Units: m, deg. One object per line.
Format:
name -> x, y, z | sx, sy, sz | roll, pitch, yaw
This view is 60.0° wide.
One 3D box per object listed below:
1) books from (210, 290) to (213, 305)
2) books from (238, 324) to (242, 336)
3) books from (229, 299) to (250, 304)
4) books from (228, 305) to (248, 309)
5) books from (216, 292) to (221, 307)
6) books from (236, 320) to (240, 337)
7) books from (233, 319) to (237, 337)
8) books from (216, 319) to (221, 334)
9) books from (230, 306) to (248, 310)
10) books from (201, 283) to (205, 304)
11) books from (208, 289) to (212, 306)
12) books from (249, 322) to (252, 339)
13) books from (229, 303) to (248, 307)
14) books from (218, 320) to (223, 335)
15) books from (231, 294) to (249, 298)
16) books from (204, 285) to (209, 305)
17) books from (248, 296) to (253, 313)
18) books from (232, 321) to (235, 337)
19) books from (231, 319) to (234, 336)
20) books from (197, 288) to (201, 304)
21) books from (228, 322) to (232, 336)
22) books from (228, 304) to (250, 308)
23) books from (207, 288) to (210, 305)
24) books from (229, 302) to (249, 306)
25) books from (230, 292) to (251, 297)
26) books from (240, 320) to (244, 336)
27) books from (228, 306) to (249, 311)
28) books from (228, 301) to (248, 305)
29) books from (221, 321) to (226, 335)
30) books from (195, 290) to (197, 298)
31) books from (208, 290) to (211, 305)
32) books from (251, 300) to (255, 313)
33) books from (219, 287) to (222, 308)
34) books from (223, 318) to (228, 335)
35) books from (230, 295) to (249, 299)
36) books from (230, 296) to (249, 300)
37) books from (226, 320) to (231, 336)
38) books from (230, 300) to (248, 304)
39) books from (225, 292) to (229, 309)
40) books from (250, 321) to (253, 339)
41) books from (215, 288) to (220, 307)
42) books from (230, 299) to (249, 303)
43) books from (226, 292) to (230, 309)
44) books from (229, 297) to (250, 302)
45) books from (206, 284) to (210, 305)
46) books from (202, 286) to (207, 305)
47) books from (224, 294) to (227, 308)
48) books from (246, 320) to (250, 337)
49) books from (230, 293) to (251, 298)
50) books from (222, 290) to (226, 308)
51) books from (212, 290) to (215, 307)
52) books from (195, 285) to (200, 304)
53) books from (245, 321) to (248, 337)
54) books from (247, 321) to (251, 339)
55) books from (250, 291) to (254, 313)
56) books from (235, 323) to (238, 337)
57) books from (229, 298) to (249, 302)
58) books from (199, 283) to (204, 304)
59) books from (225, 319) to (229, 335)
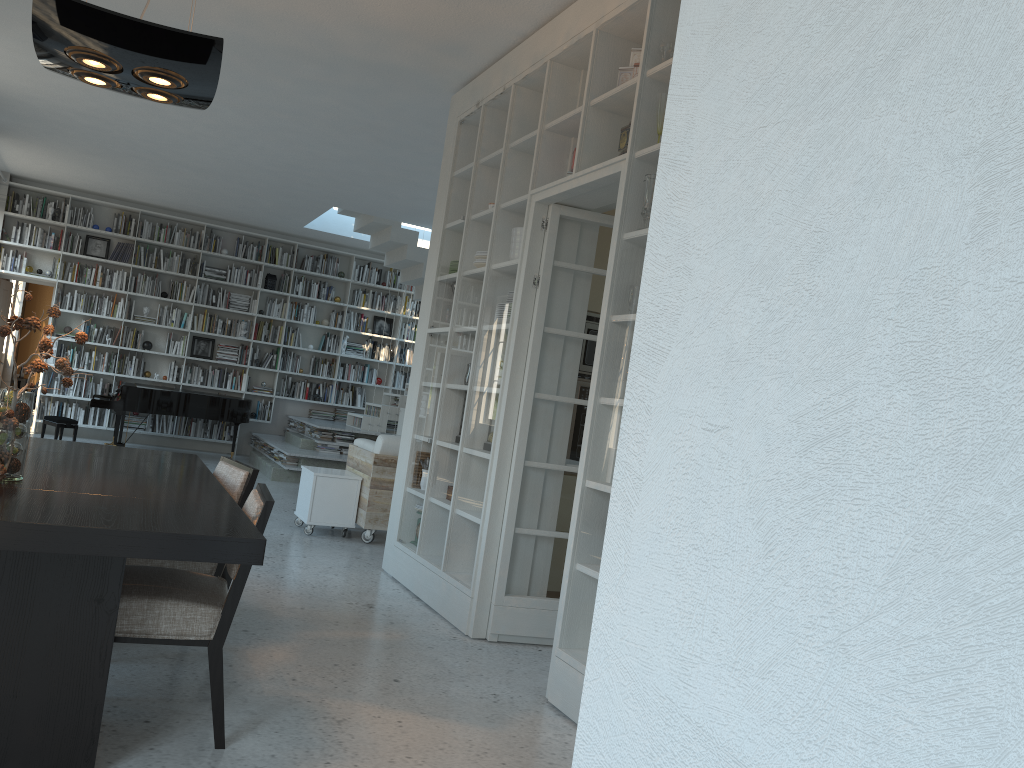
books -> -4.216, -1.198, 12.405 | 0.011, 0.239, 0.147 | 9, -1, -24
books -> -3.867, -0.750, 12.588 | 0.035, 0.201, 0.149 | 9, -1, -24
books -> -3.871, -1.163, 12.565 | 0.285, 0.012, 0.159 | 9, -2, -21
books -> -3.883, -1.092, 12.568 | 0.254, 0.012, 0.161 | 9, -2, -25
books -> -4.122, -1.172, 12.449 | 0.024, 0.216, 0.147 | 9, -1, -24
books -> -3.890, -0.783, 12.578 | 0.024, 0.259, 0.126 | 9, -1, -24
books -> -3.927, -0.789, 12.550 | 0.025, 0.258, 0.150 | 9, -1, -24
books -> -4.132, -0.800, 12.460 | 0.024, 0.216, 0.175 | 9, -1, -24
books -> -3.885, -1.080, 12.570 | 0.254, 0.012, 0.161 | 9, -2, -24
books -> -4.322, -1.252, 12.373 | 0.014, 0.313, 0.133 | 9, -1, -24
books -> -4.226, -1.205, 12.399 | 0.014, 0.250, 0.172 | 9, -1, -24
books -> -3.743, -0.760, 12.648 | 0.014, 0.261, 0.137 | 9, -1, -24
books -> -3.878, -1.116, 12.566 | 0.254, 0.012, 0.161 | 9, -2, -22
books -> -4.108, -0.796, 12.473 | 0.030, 0.215, 0.168 | 9, -1, -24
books -> -3.863, -1.238, 12.572 | 0.254, 0.012, 0.161 | 9, -2, -24
books -> -4.278, -1.236, 12.384 | 0.029, 0.295, 0.151 | 9, -1, -24
books -> -3.727, -1.128, 12.618 | 0.012, 0.254, 0.161 | 9, -1, -24
books -> -3.959, -0.779, 12.557 | 0.025, 0.230, 0.143 | 9, -1, -24
books -> -3.960, -0.788, 12.516 | 0.012, 0.245, 0.185 | 9, -1, -24
books -> -4.369, -1.217, 12.352 | 0.027, 0.228, 0.147 | 9, -1, -24
books -> -3.986, -0.769, 12.517 | 0.029, 0.200, 0.178 | 9, -1, -24
books -> -3.879, -1.104, 12.564 | 0.285, 0.012, 0.159 | 9, -2, -27
books -> -4.251, -1.210, 12.392 | 0.011, 0.252, 0.153 | 9, -1, -24
books -> -3.877, -1.128, 12.567 | 0.254, 0.012, 0.161 | 9, -2, -26
books -> -3.858, -1.261, 12.569 | 0.285, 0.012, 0.159 | 9, -2, -22
books -> -3.844, -0.778, 12.606 | 0.014, 0.263, 0.135 | 9, -1, -24
books -> -3.886, -1.068, 12.568 | 0.285, 0.012, 0.159 | 9, -2, -23
books -> -3.876, -1.140, 12.569 | 0.285, 0.012, 0.159 | 9, -2, -23
books -> -4.078, -0.782, 12.500 | 0.050, 0.199, 0.145 | 9, -1, -24
books -> -4.406, -1.236, 12.329 | 0.012, 0.254, 0.161 | 9, -1, -24
books -> -4.242, -1.199, 12.397 | 0.014, 0.233, 0.147 | 9, -1, -24
books -> -3.706, -1.096, 12.643 | 0.030, 0.198, 0.171 | 9, -1, -24
books -> -4.093, -1.205, 12.463 | 0.049, 0.291, 0.162 | 9, -1, -24
books -> -4.041, -0.807, 12.505 | 0.014, 0.258, 0.161 | 9, -1, -24
books -> -3.863, -1.225, 12.568 | 0.254, 0.012, 0.161 | 9, -2, -22
books -> -3.862, -1.211, 12.562 | 0.254, 0.012, 0.161 | 9, -2, -19
books -> -4.010, -0.785, 12.504 | 0.029, 0.224, 0.185 | 9, -1, -24
books -> -3.874, -1.152, 12.569 | 0.254, 0.012, 0.161 | 9, -2, -23
books -> -4.024, -1.170, 12.488 | 0.015, 0.245, 0.183 | 9, -1, -24
books -> -3.729, -0.760, 12.662 | 0.023, 0.264, 0.107 | 9, -1, -24
books -> -4.140, -1.209, 12.446 | 0.022, 0.285, 0.130 | 9, -1, -24
books -> -3.869, -1.175, 12.565 | 0.254, 0.012, 0.160 | 9, -2, -27
books -> -4.006, -1.169, 12.483 | 0.013, 0.247, 0.176 | 9, -1, -24
books -> -3.867, -1.200, 12.570 | 0.285, 0.012, 0.159 | 9, -2, -25
books -> -4.256, -1.236, 12.385 | 0.011, 0.300, 0.179 | 9, -1, -24
books -> -4.297, -1.225, 12.357 | 0.025, 0.266, 0.185 | 9, -1, -24
books -> -4.047, -1.159, 12.488 | 0.024, 0.216, 0.132 | 9, -1, -24
books -> -3.774, -0.774, 12.639 | 0.025, 0.279, 0.108 | 9, -1, -24
books -> -3.856, -1.249, 12.562 | 0.285, 0.012, 0.159 | 9, -2, -29
books -> -4.057, -1.188, 12.465 | 0.021, 0.269, 0.191 | 9, -1, -24
books -> -4.179, -1.191, 12.416 | 0.066, 0.236, 0.153 | 9, -1, -24
books -> -4.384, -1.239, 12.327 | 0.026, 0.267, 0.170 | 9, -1, -24
books -> -3.793, -0.768, 12.619 | 0.025, 0.259, 0.130 | 9, -1, -24
books -> -3.751, -0.765, 12.632 | 0.014, 0.266, 0.153 | 9, -1, -24
books -> -3.717, -1.159, 12.638 | 0.012, 0.319, 0.139 | 9, -1, -24
books -> -3.917, -0.761, 12.574 | 0.022, 0.206, 0.114 | 9, -1, -24
books -> -3.868, -1.188, 12.568 | 0.254, 0.012, 0.161 | 9, -2, -22
books -> -4.333, -1.246, 12.347 | 0.026, 0.297, 0.179 | 9, -1, -24
books -> -4.031, -0.793, 12.506 | 0.010, 0.234, 0.174 | 9, -1, -24
